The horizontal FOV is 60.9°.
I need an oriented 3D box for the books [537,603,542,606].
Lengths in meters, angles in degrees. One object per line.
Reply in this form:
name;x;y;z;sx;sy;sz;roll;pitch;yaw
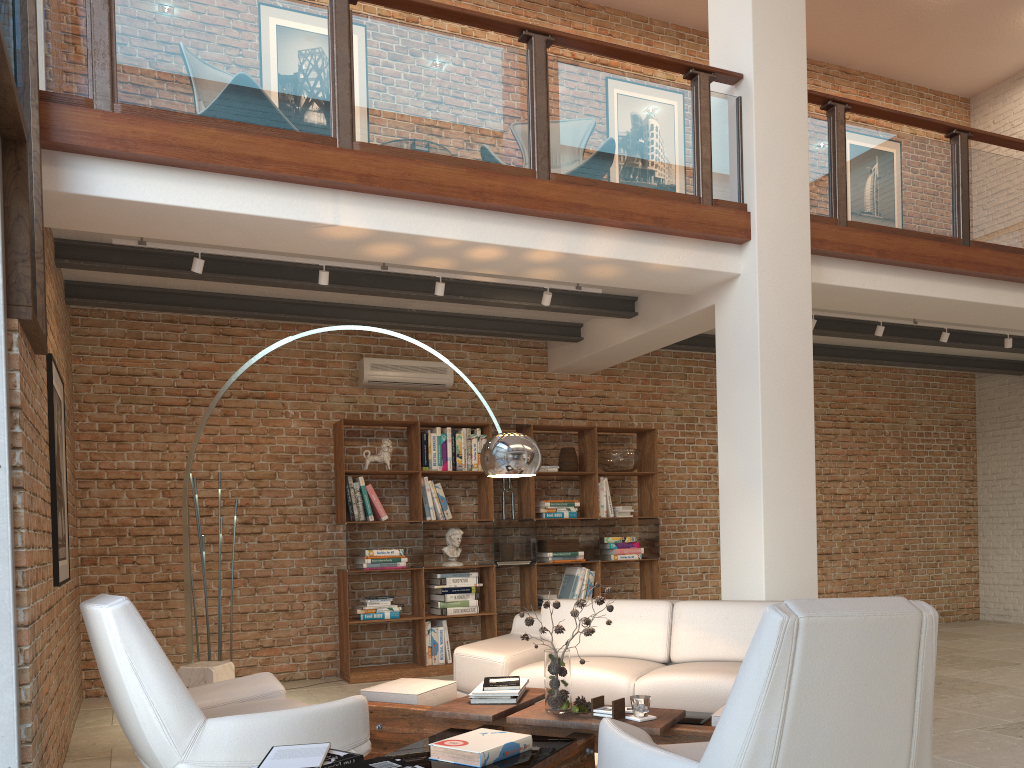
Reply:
books;0.304;2.046;8.107;0.162;0.017;0.255;4;-11;-28

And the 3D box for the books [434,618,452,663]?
books;-0.612;2.268;7.712;0.079;0.381;0.246;-2;-2;-24

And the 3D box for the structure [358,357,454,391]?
structure;-0.930;-0.083;7.680;0.813;0.217;0.202;3;-5;-24

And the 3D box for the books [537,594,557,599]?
books;0.312;1.978;8.116;0.132;0.033;0.208;4;-11;-28

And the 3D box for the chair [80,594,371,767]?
chair;-1.264;1.370;3.719;0.985;0.988;1.036;2;-6;-39

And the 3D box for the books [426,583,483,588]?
books;-0.516;1.785;7.723;0.445;0.020;0.276;3;-11;-24

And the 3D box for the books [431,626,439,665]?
books;-0.713;2.288;7.650;0.057;0.327;0.257;-2;-3;-24

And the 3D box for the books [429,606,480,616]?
books;-0.509;2.002;7.722;0.380;0.064;0.247;4;-11;-29

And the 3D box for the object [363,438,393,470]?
object;-1.139;0.596;7.403;0.251;0.280;0.131;0;-1;-16

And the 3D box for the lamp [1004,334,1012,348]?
lamp;4.405;-0.374;7.737;0.059;0.128;0.087;-2;-3;26

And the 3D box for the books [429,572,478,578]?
books;-0.521;1.694;7.736;0.380;0.036;0.248;3;-11;-24

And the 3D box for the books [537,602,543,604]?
books;0.314;2.034;8.116;0.156;0.008;0.246;4;-11;-28

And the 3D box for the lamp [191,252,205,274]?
lamp;-1.805;-0.690;5.010;0.086;0.128;0.059;-3;-2;36

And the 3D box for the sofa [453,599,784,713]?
sofa;0.912;1.696;5.236;2.341;0.749;1.154;-6;-8;26

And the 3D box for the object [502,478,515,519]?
object;-0.040;1.029;7.886;0.121;0.396;0.062;-1;0;-21

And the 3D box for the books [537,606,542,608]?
books;0.318;2.075;8.125;0.171;0.018;0.239;5;-12;-35

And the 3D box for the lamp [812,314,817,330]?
lamp;2.346;-0.478;6.836;0.086;0.128;0.059;-3;-2;36

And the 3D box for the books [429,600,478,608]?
books;-0.519;1.945;7.738;0.362;0.055;0.286;2;-10;-21

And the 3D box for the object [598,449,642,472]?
object;1.031;0.751;8.396;0.439;0.216;0.440;-4;-8;18

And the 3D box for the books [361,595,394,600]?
books;-1.151;1.825;7.459;0.252;0.017;0.164;3;-11;-24

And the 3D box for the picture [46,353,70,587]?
picture;-2.514;0.514;4.840;0.027;1.184;0.921;-2;-3;-24

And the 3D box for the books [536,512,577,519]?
books;0.410;1.230;8.136;0.326;0.055;0.259;1;-10;-14

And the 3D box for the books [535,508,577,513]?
books;0.386;1.184;8.135;0.380;0.036;0.248;3;-11;-24

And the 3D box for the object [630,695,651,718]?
object;0.551;1.381;3.733;0.091;0.084;0.092;-4;-6;25

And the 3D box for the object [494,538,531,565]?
object;-0.036;1.521;7.909;0.336;0.230;0.287;1;-6;-24

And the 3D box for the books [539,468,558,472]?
books;0.299;0.799;8.030;0.206;0.033;0.134;3;-10;-24

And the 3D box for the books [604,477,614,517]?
books;0.871;1.094;8.363;0.101;0.380;0.246;-1;-2;-24

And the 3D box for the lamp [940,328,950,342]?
lamp;3.687;-0.409;7.429;0.061;0.128;0.087;-1;-3;-22

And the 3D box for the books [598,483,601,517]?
books;0.760;1.111;8.290;0.055;0.326;0.257;-2;-3;-24

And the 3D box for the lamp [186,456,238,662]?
lamp;-2.168;1.433;6.278;0.200;1.805;0.417;-1;0;36

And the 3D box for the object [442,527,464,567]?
object;-0.528;1.444;7.721;0.196;0.347;0.195;-1;-2;-8

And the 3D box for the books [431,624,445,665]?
books;-0.659;2.289;7.667;0.055;0.326;0.257;-2;-3;-24

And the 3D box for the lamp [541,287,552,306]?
lamp;0.236;-0.590;5.922;0.060;0.114;0.095;-1;-4;-17

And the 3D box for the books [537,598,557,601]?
books;0.303;2.002;8.107;0.162;0.017;0.256;3;-11;-23

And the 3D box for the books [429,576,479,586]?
books;-0.517;1.745;7.742;0.380;0.064;0.247;4;-11;-29

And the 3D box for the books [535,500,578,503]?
books;0.397;1.102;8.141;0.356;0.020;0.276;3;-11;-25

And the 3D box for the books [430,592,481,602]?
books;-0.504;1.884;7.728;0.381;0.064;0.247;6;-12;-37

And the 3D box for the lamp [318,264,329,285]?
lamp;-1.145;-0.659;5.303;0.061;0.120;0.087;-1;-3;-22

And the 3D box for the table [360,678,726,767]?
table;0.032;1.620;3.738;2.217;0.424;1.989;-6;-11;27

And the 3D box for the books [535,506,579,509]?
books;0.404;1.156;8.132;0.380;0.018;0.247;4;-11;-31

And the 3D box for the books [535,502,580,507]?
books;0.408;1.127;8.124;0.380;0.036;0.247;4;-11;-30

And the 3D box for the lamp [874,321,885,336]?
lamp;3.006;-0.444;7.130;0.061;0.128;0.087;-1;-3;-22

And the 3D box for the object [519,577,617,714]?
object;0.304;1.192;4.026;0.318;0.601;0.544;-3;-4;37

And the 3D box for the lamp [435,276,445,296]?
lamp;-0.464;-0.621;5.603;0.061;0.128;0.087;-1;-3;-22

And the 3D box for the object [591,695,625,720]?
object;0.418;1.408;3.793;0.115;0.081;0.094;-6;-7;38

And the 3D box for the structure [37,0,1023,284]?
structure;3.870;-0.575;2.339;10.160;4.089;14.051;2;-10;-24

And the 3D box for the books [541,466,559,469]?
books;0.290;0.773;8.034;0.237;0.018;0.173;4;-11;-30

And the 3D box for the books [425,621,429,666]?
books;-0.787;2.257;7.609;0.036;0.380;0.246;-2;-2;-24

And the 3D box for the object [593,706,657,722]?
object;0.534;1.432;3.816;0.251;0.034;0.273;-9;-12;37

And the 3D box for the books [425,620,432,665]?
books;-0.760;2.261;7.638;0.036;0.380;0.246;-2;-2;-24

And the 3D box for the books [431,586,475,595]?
books;-0.526;1.820;7.705;0.327;0.055;0.258;4;-11;-29

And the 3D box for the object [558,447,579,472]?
object;0.524;0.711;8.126;0.194;0.231;0.195;-3;-4;24

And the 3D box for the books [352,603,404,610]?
books;-1.146;1.901;7.450;0.380;0.018;0.247;4;-11;-31

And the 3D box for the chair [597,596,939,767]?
chair;0.846;1.140;2.713;1.027;1.006;0.983;-1;-4;-7

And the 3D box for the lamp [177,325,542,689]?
lamp;-0.828;0.856;4.674;2.035;2.332;0.319;-2;0;13

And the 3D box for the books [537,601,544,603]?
books;0.317;2.022;8.125;0.171;0.018;0.239;4;-11;-30
